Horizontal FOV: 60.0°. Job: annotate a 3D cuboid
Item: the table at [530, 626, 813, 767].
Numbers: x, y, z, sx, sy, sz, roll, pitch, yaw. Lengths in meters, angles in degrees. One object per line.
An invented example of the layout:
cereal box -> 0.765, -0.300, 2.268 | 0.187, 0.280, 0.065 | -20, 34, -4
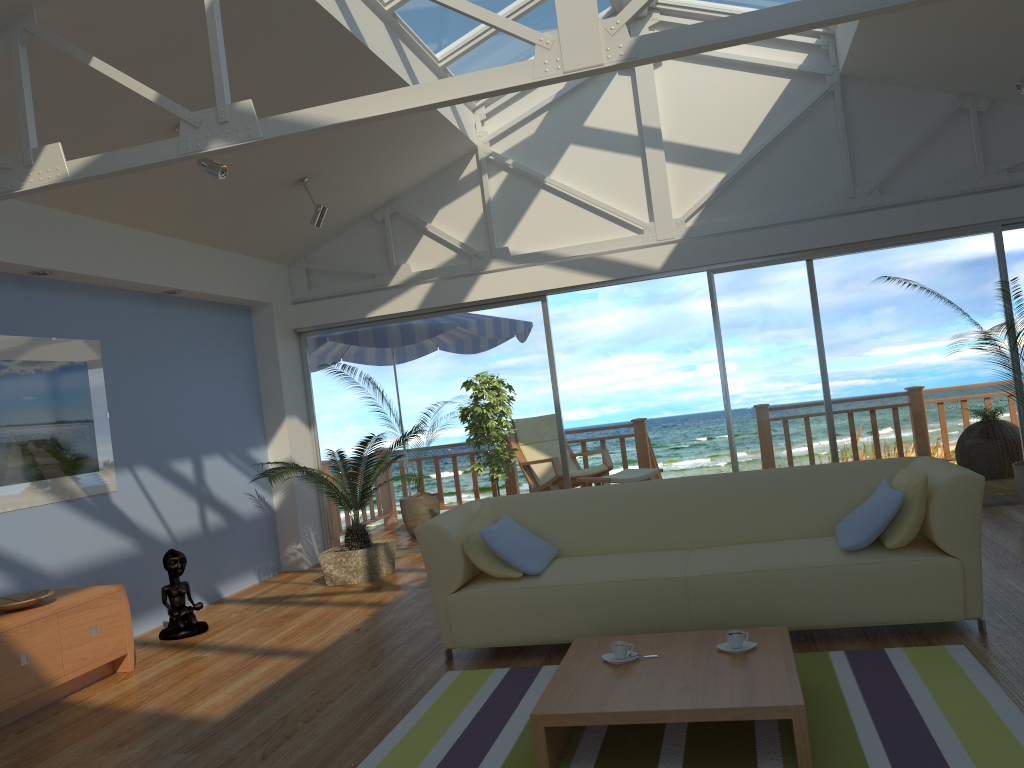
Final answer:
table -> 0.546, 1.044, 2.974 | 0.800, 0.198, 0.800 | -7, -1, 14

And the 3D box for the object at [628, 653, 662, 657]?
object -> 0.466, 0.946, 3.097 | 0.119, 0.021, 0.025 | -7, -1, 5

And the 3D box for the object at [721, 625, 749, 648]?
object -> 0.784, 0.873, 3.078 | 0.086, 0.077, 0.062 | -7, -1, -16

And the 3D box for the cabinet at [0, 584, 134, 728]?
cabinet -> -2.479, 1.315, 3.826 | 0.500, 0.468, 1.911 | -7, -1, 14

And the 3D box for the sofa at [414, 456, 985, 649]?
sofa -> 0.845, 0.783, 4.221 | 2.448, 0.597, 0.950 | -7, -1, 14

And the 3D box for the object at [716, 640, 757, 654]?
object -> 0.780, 0.912, 3.075 | 0.118, 0.016, 0.118 | -6, -1, -31

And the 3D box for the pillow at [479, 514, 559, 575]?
pillow -> 0.049, 0.766, 4.282 | 0.272, 0.244, 0.566 | -7, -1, 11

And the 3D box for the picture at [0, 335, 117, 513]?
picture -> -2.671, 0.203, 4.802 | 0.005, 0.937, 1.419 | -7, -1, 14

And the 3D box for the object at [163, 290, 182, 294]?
object -> -2.353, -0.652, 6.135 | 0.122, 0.050, 0.122 | -7, -1, -3

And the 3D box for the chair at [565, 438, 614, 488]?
chair -> 0.460, 0.779, 8.451 | 0.632, 0.982, 0.859 | -6, -1, -31

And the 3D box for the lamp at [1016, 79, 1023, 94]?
lamp -> 3.051, -1.862, 5.136 | 0.254, 0.327, 0.118 | -8, -1, 31

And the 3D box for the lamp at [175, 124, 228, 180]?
lamp -> -1.703, -1.274, 4.873 | 0.254, 0.327, 0.118 | -7, -1, -4

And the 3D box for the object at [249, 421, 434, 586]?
object -> -1.249, 0.900, 6.585 | 1.413, 1.093, 1.488 | -7, -1, -4

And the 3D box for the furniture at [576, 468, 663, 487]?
furniture -> 0.954, 0.981, 7.676 | 0.619, 0.427, 0.449 | -6, -1, -31

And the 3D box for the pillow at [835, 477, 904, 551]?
pillow -> 1.557, 0.571, 3.905 | 0.272, 0.244, 0.566 | -7, -1, 16

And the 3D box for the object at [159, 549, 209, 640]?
object -> -2.027, 1.265, 5.406 | 0.291, 0.517, 0.292 | -6, -1, -41

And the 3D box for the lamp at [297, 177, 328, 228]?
lamp -> -1.396, -1.273, 6.234 | 0.194, 0.353, 0.125 | -7, -1, -4

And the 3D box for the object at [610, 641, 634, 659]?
object -> 0.385, 0.938, 3.123 | 0.078, 0.049, 0.062 | -6, -1, -40

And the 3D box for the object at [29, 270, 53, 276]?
object -> -2.640, -0.639, 4.970 | 0.122, 0.050, 0.122 | -7, -1, -3

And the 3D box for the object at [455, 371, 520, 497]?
object -> -0.109, 0.599, 6.616 | 0.495, 1.409, 0.699 | -7, -1, -13

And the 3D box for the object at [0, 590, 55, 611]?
object -> -2.394, 1.061, 4.284 | 0.337, 0.053, 0.337 | -7, -1, 15

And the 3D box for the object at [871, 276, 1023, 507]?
object -> 3.320, 0.004, 5.449 | 1.706, 1.695, 1.563 | -7, -1, 5

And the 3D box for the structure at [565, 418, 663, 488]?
structure -> 2.001, 1.150, 8.935 | 6.950, 2.064, 4.086 | -7, -1, 14

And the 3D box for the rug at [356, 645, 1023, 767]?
rug -> 0.561, 1.151, 2.987 | 2.100, 0.018, 1.400 | -7, -1, 14

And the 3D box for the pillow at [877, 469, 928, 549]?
pillow -> 1.670, 0.519, 3.865 | 0.201, 0.311, 0.559 | -7, -1, 14

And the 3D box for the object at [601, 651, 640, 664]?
object -> 0.382, 0.962, 3.118 | 0.118, 0.016, 0.118 | -7, -1, -20

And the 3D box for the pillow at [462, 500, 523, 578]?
pillow -> -0.050, 0.741, 4.298 | 0.275, 0.312, 0.571 | -7, -1, 11
